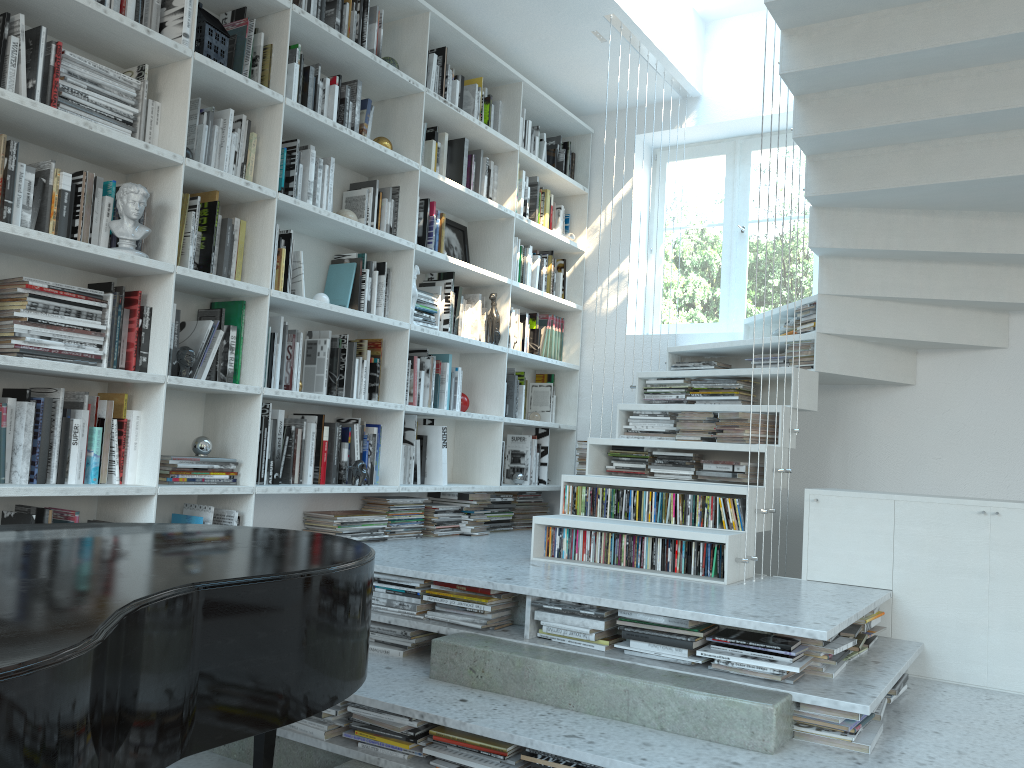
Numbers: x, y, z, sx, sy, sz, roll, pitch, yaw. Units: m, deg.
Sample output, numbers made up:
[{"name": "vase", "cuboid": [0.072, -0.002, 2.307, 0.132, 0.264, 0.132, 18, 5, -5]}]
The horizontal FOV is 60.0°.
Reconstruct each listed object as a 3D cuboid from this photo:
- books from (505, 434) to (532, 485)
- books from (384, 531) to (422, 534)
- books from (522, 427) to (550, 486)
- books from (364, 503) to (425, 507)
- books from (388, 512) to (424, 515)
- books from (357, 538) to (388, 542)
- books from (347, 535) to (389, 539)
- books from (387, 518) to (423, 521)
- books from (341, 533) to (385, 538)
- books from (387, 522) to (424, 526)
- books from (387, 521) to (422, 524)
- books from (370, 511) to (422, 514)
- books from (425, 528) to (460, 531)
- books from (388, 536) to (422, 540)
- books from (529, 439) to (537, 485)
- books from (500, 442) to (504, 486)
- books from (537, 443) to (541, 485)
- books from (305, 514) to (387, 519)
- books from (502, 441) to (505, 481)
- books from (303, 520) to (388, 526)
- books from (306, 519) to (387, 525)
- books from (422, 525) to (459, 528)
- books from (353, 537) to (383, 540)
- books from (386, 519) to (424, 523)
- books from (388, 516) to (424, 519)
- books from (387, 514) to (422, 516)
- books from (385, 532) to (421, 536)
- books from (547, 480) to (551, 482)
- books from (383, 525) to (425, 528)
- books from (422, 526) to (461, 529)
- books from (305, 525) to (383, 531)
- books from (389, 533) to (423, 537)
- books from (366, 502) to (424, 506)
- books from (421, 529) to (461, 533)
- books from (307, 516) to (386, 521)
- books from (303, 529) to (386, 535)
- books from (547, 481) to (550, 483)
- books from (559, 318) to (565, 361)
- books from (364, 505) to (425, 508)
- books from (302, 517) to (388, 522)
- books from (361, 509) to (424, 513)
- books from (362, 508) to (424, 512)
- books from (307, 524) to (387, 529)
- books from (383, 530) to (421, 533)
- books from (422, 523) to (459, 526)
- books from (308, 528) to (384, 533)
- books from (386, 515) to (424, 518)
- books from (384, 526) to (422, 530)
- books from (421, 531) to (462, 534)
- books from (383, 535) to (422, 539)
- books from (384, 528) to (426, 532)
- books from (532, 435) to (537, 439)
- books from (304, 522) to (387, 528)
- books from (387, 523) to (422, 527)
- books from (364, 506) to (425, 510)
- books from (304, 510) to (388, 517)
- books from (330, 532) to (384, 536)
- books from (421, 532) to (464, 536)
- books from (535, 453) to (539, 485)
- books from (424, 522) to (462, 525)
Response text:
[{"name": "books", "cuboid": [0.036, 0.435, 5.102, 0.159, 0.285, 0.012, 1, -5, 32]}, {"name": "books", "cuboid": [-0.577, 0.706, 4.263, 0.161, 0.007, 0.254, 0, -5, 33]}, {"name": "books", "cuboid": [0.133, 0.426, 5.238, 0.185, 0.335, 0.010, 1, -5, 32]}, {"name": "books", "cuboid": [-0.565, 0.582, 4.270, 0.159, 0.005, 0.285, 1, -5, 29]}, {"name": "books", "cuboid": [-0.571, 0.619, 4.266, 0.159, 0.005, 0.285, 1, -5, 30]}, {"name": "books", "cuboid": [-0.747, 0.694, 3.973, 0.193, 0.007, 0.346, 0, -6, 36]}, {"name": "books", "cuboid": [-0.744, 0.679, 3.973, 0.193, 0.007, 0.346, 0, -6, 37]}, {"name": "books", "cuboid": [-0.573, 0.645, 4.268, 0.161, 0.007, 0.254, 0, -5, 33]}, {"name": "books", "cuboid": [-0.747, 0.671, 3.975, 0.195, 0.008, 0.308, 0, -6, 36]}, {"name": "books", "cuboid": [-0.568, 0.665, 4.263, 0.159, 0.007, 0.285, 1, -5, 28]}, {"name": "books", "cuboid": [-0.574, 0.658, 4.267, 0.161, 0.007, 0.254, 0, -5, 33]}, {"name": "books", "cuboid": [-0.572, 0.613, 4.268, 0.161, 0.005, 0.254, 1, -5, 31]}, {"name": "books", "cuboid": [-0.385, 0.738, 4.580, 0.207, 0.008, 0.328, 0, -5, 32]}, {"name": "books", "cuboid": [-0.575, 0.733, 4.259, 0.161, 0.007, 0.254, 0, -5, 35]}, {"name": "books", "cuboid": [0.062, 0.450, 5.144, 0.168, 0.266, 0.031, 1, -5, 32]}, {"name": "books", "cuboid": [-0.128, 0.428, 4.798, 0.183, 0.233, 0.014, 1, -5, 32]}, {"name": "books", "cuboid": [0.100, 0.470, 5.234, 0.140, 0.243, 0.024, 1, -5, 32]}, {"name": "books", "cuboid": [-0.744, 0.590, 3.987, 0.193, 0.007, 0.346, 1, -5, 30]}, {"name": "books", "cuboid": [-0.118, 0.428, 4.818, 0.151, 0.238, 0.030, 1, -5, 32]}, {"name": "books", "cuboid": [-0.746, 0.619, 3.985, 0.193, 0.007, 0.346, 0, -5, 34]}, {"name": "books", "cuboid": [-0.738, 0.612, 3.981, 0.193, 0.007, 0.346, 1, -5, 27]}, {"name": "books", "cuboid": [-0.377, 0.723, 4.577, 0.205, 0.007, 0.368, 1, -5, 29]}, {"name": "books", "cuboid": [-0.747, 0.686, 3.974, 0.195, 0.008, 0.308, 1, -5, 28]}, {"name": "books", "cuboid": [-0.565, 0.651, 4.263, 0.159, 0.007, 0.285, 1, -5, 27]}, {"name": "books", "cuboid": [-0.573, 0.638, 4.269, 0.159, 0.007, 0.285, 0, -5, 33]}, {"name": "books", "cuboid": [-0.575, 0.624, 4.268, 0.161, 0.005, 0.254, 0, -5, 32]}, {"name": "books", "cuboid": [-0.579, 0.713, 4.263, 0.161, 0.007, 0.254, 0, -5, 32]}, {"name": "books", "cuboid": [0.134, 0.585, 5.398, 0.111, 0.008, 0.199, 0, -6, 36]}, {"name": "books", "cuboid": [-0.573, 0.679, 4.265, 0.159, 0.007, 0.285, 0, -5, 34]}, {"name": "books", "cuboid": [-0.382, 0.731, 4.579, 0.207, 0.008, 0.328, 1, -5, 31]}, {"name": "books", "cuboid": [-0.753, 0.641, 3.984, 0.195, 0.008, 0.308, 0, -5, 32]}, {"name": "books", "cuboid": [-0.572, 0.720, 4.258, 0.161, 0.007, 0.254, 0, -6, 36]}, {"name": "books", "cuboid": [-0.561, 0.576, 4.268, 0.161, 0.005, 0.254, 1, -5, 27]}, {"name": "books", "cuboid": [-0.383, 0.746, 4.579, 0.205, 0.007, 0.368, 0, -5, 33]}, {"name": "books", "cuboid": [-0.744, 0.597, 3.986, 0.195, 0.008, 0.308, 0, -5, 34]}, {"name": "books", "cuboid": [-0.749, 0.656, 3.980, 0.193, 0.007, 0.346, 1, -5, 30]}, {"name": "books", "cuboid": [0.133, 0.594, 5.398, 0.112, 0.009, 0.177, 0, -6, 36]}, {"name": "books", "cuboid": [0.243, -0.261, 5.516, 0.169, 0.293, 0.018, 1, -5, 32]}, {"name": "books", "cuboid": [-0.564, 0.587, 4.269, 0.161, 0.005, 0.254, 0, -6, 36]}, {"name": "books", "cuboid": [-0.745, 0.605, 3.986, 0.193, 0.007, 0.346, 0, -5, 34]}, {"name": "books", "cuboid": [-0.572, 0.608, 4.268, 0.159, 0.005, 0.285, 0, -5, 33]}, {"name": "books", "cuboid": [-0.572, 0.603, 4.269, 0.159, 0.005, 0.285, 1, -5, 31]}, {"name": "books", "cuboid": [-0.740, 0.634, 3.980, 0.195, 0.008, 0.308, 0, -6, 37]}, {"name": "books", "cuboid": [-0.571, 0.699, 4.260, 0.159, 0.007, 0.285, 1, -5, 28]}, {"name": "books", "cuboid": [-0.379, 0.716, 4.579, 0.207, 0.008, 0.328, 0, -5, 34]}, {"name": "books", "cuboid": [-0.742, 0.649, 3.976, 0.195, 0.008, 0.308, 1, -5, 27]}, {"name": "books", "cuboid": [-0.574, 0.631, 4.271, 0.159, 0.007, 0.285, 0, -5, 32]}, {"name": "books", "cuboid": [-0.569, 0.686, 4.263, 0.161, 0.007, 0.254, 1, -5, 28]}, {"name": "books", "cuboid": [-0.379, 0.754, 4.575, 0.207, 0.008, 0.328, 0, -5, 35]}, {"name": "books", "cuboid": [-0.581, 0.727, 4.263, 0.159, 0.007, 0.285, 0, -5, 32]}, {"name": "books", "cuboid": [-0.567, 0.693, 4.261, 0.159, 0.007, 0.285, 0, -6, 37]}, {"name": "books", "cuboid": [0.086, 0.445, 5.204, 0.141, 0.287, 0.047, 1, -5, 32]}, {"name": "books", "cuboid": [-0.744, 0.627, 3.983, 0.193, 0.007, 0.346, 1, -5, 29]}, {"name": "books", "cuboid": [-0.569, 0.672, 4.263, 0.161, 0.007, 0.254, 1, -5, 28]}, {"name": "books", "cuboid": [-0.565, 0.592, 4.266, 0.159, 0.005, 0.285, 1, -5, 28]}, {"name": "books", "cuboid": [-0.744, 0.582, 3.987, 0.193, 0.007, 0.346, 0, -5, 34]}, {"name": "books", "cuboid": [-0.750, 0.664, 3.978, 0.195, 0.008, 0.308, 0, -5, 34]}, {"name": "books", "cuboid": [-0.377, 0.761, 4.573, 0.207, 0.008, 0.328, 1, -5, 28]}, {"name": "books", "cuboid": [0.075, 0.492, 5.178, 0.176, 0.188, 0.024, 1, -5, 32]}, {"name": "books", "cuboid": [-0.379, 0.708, 4.580, 0.207, 0.008, 0.328, 1, -5, 30]}]
